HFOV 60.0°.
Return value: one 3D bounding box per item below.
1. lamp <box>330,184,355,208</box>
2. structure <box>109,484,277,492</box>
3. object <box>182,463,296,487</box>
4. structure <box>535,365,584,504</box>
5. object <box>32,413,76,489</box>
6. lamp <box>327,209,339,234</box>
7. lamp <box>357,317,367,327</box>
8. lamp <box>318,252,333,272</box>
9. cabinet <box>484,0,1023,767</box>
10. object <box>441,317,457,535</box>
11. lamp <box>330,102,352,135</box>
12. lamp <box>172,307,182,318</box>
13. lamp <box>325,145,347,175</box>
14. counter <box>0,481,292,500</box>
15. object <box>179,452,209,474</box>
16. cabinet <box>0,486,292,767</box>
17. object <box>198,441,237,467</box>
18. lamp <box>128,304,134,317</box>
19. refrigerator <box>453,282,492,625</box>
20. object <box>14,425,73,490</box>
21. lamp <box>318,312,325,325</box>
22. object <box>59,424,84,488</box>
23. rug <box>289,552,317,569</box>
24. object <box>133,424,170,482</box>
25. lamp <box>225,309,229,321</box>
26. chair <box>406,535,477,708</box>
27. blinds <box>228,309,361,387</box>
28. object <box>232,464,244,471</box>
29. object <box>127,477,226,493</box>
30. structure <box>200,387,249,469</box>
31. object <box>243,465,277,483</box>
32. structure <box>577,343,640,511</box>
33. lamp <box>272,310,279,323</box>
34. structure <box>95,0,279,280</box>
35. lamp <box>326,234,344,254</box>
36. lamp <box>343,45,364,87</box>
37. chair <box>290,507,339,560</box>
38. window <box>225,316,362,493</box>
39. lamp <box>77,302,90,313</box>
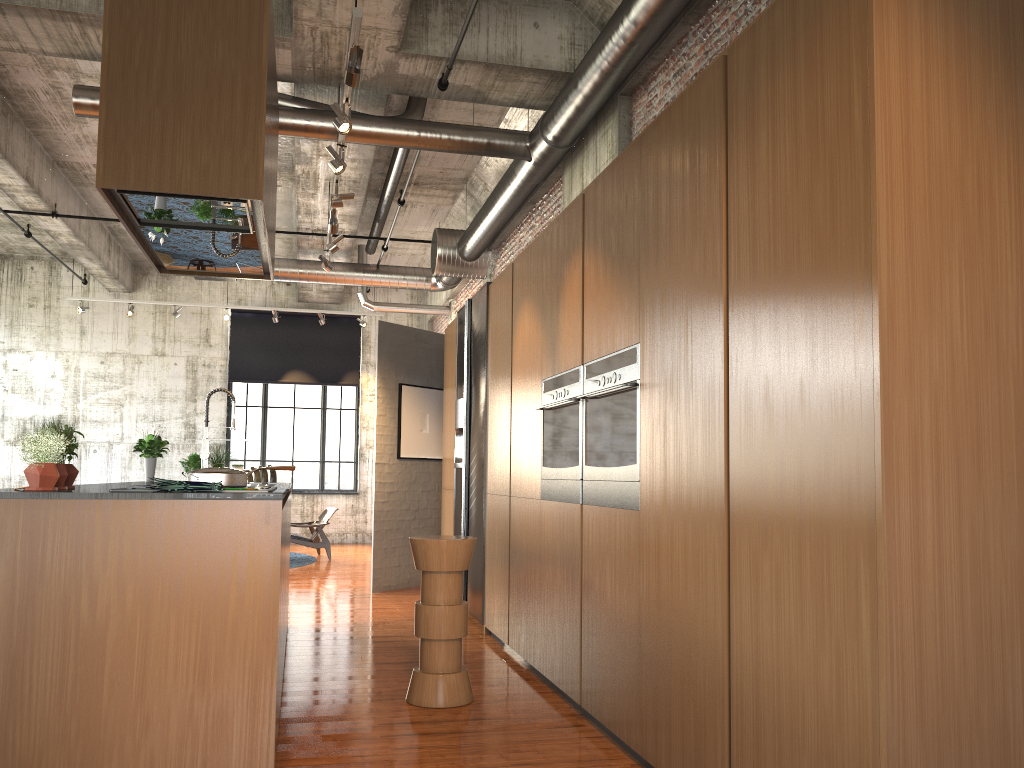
[{"bbox_3d":[-1.473,-1.599,7.561,0.260,0.210,0.102,2,-5,-18],"label":"lamp"},{"bbox_3d":[-1.539,0.519,4.436,0.678,0.019,1.099,2,-6,-13],"label":"structure"},{"bbox_3d":[-1.286,0.450,4.325,0.331,0.120,0.731,-2,-6,22],"label":"object"},{"bbox_3d":[0.271,0.328,5.475,0.079,0.793,0.862,2,-5,-13],"label":"structure"},{"bbox_3d":[-2.133,0.302,4.105,0.196,0.366,0.187,-2,-5,26],"label":"object"},{"bbox_3d":[-1.690,-1.519,8.374,0.102,0.240,0.183,2,-5,-18],"label":"lamp"},{"bbox_3d":[-2.788,-1.149,16.551,0.226,0.214,0.103,-2,-5,28],"label":"lamp"},{"bbox_3d":[-2.069,-1.368,9.872,0.102,0.210,0.261,-1,-5,17],"label":"lamp"},{"bbox_3d":[0.816,0.374,5.137,0.860,3.037,5.355,2,-6,-13],"label":"cabinet"},{"bbox_3d":[-0.260,0.826,9.639,0.860,3.038,0.912,2,-4,-13],"label":"object"},{"bbox_3d":[-1.133,-1.768,5.919,0.165,0.250,0.102,-2,-5,32],"label":"lamp"},{"bbox_3d":[-5.964,-1.270,15.776,0.182,0.240,0.102,2,-5,-18],"label":"lamp"},{"bbox_3d":[-1.327,-1.688,6.720,0.165,0.250,0.102,0,-4,12],"label":"lamp"},{"bbox_3d":[-2.061,0.731,5.632,1.245,0.174,4.373,2,-6,-13],"label":"counter"},{"bbox_3d":[-2.730,0.714,7.620,0.236,0.257,0.232,-2,-5,25],"label":"object"},{"bbox_3d":[-2.068,1.289,5.593,1.245,1.240,4.371,2,-6,-13],"label":"cabinet"},{"bbox_3d":[-2.528,0.657,7.649,0.305,0.380,0.363,-1,-5,21],"label":"object"},{"bbox_3d":[-6.724,-1.291,15.628,0.102,0.228,0.199,1,-5,-3],"label":"lamp"},{"bbox_3d":[0.137,0.718,8.488,1.211,3.043,1.520,2,-5,-13],"label":"refrigerator"},{"bbox_3d":[-2.056,0.321,3.875,0.221,0.283,0.211,1,-5,-5],"label":"object"},{"bbox_3d":[-3.503,-1.186,16.329,0.102,0.250,0.165,-2,-5,32],"label":"lamp"},{"bbox_3d":[-2.196,0.353,4.338,0.179,0.310,0.173,1,-5,-7],"label":"object"},{"bbox_3d":[-5.408,2.657,13.295,4.849,0.009,4.856,-3,-7,33],"label":"rug"},{"bbox_3d":[-3.055,0.578,7.500,0.268,0.501,0.304,-2,-5,29],"label":"object"},{"bbox_3d":[-5.150,-1.237,15.990,0.102,0.210,0.261,2,-5,-18],"label":"lamp"},{"bbox_3d":[-0.426,1.411,5.349,0.411,0.960,0.410,-1,-5,17],"label":"chair"},{"bbox_3d":[-4.179,-0.711,17.138,2.444,1.460,0.151,2,-4,-13],"label":"blinds"},{"bbox_3d":[-2.371,0.772,7.655,0.107,0.157,0.107,-1,-5,22],"label":"object"},{"bbox_3d":[-1.426,0.427,3.778,0.185,0.067,0.392,-3,-7,33],"label":"object"},{"bbox_3d":[-2.249,0.403,6.953,0.361,0.748,0.168,2,-4,-13],"label":"structure"},{"bbox_3d":[-4.747,2.140,16.407,0.728,1.293,0.457,1,-4,-2],"label":"object"},{"bbox_3d":[0.480,0.240,4.602,0.079,0.793,0.862,2,-5,-13],"label":"structure"},{"bbox_3d":[-4.306,-1.216,16.136,0.102,0.250,0.165,0,-5,12],"label":"lamp"},{"bbox_3d":[-1.568,-1.277,4.541,0.663,1.123,1.633,2,-5,-13],"label":"structure"},{"bbox_3d":[-1.838,-1.439,9.131,0.199,0.228,0.102,1,-4,-3],"label":"lamp"},{"bbox_3d":[-0.921,-1.839,5.152,0.102,0.214,0.226,2,-5,-17],"label":"lamp"},{"bbox_3d":[-3.306,2.368,14.106,1.044,0.791,0.877,3,-6,-23],"label":"chair"},{"bbox_3d":[-4.229,0.425,17.229,2.580,3.427,0.051,2,-4,-13],"label":"window"},{"bbox_3d":[-7.479,-1.323,15.434,0.102,0.210,0.261,-1,-5,22],"label":"lamp"}]
